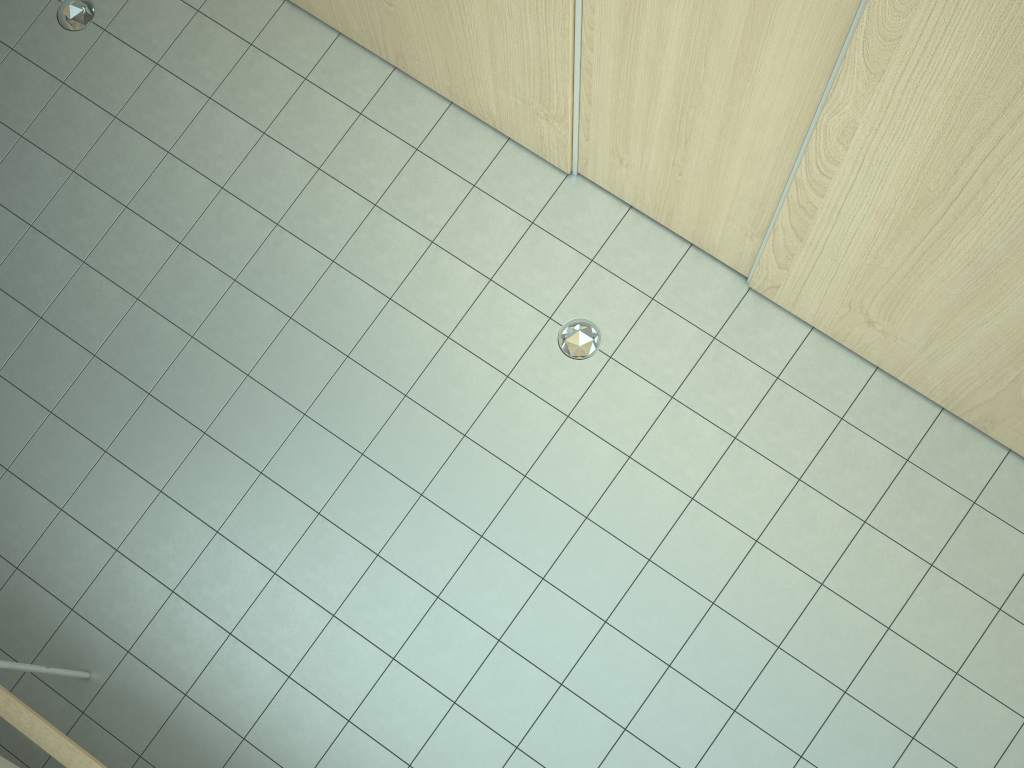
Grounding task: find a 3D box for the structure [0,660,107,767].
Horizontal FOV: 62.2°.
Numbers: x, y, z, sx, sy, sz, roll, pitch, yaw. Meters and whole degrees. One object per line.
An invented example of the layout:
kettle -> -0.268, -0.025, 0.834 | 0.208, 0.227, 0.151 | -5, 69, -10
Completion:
structure -> -4.343, 0.005, 2.059 | 12.272, 4.547, 1.822 | 33, 75, 8
